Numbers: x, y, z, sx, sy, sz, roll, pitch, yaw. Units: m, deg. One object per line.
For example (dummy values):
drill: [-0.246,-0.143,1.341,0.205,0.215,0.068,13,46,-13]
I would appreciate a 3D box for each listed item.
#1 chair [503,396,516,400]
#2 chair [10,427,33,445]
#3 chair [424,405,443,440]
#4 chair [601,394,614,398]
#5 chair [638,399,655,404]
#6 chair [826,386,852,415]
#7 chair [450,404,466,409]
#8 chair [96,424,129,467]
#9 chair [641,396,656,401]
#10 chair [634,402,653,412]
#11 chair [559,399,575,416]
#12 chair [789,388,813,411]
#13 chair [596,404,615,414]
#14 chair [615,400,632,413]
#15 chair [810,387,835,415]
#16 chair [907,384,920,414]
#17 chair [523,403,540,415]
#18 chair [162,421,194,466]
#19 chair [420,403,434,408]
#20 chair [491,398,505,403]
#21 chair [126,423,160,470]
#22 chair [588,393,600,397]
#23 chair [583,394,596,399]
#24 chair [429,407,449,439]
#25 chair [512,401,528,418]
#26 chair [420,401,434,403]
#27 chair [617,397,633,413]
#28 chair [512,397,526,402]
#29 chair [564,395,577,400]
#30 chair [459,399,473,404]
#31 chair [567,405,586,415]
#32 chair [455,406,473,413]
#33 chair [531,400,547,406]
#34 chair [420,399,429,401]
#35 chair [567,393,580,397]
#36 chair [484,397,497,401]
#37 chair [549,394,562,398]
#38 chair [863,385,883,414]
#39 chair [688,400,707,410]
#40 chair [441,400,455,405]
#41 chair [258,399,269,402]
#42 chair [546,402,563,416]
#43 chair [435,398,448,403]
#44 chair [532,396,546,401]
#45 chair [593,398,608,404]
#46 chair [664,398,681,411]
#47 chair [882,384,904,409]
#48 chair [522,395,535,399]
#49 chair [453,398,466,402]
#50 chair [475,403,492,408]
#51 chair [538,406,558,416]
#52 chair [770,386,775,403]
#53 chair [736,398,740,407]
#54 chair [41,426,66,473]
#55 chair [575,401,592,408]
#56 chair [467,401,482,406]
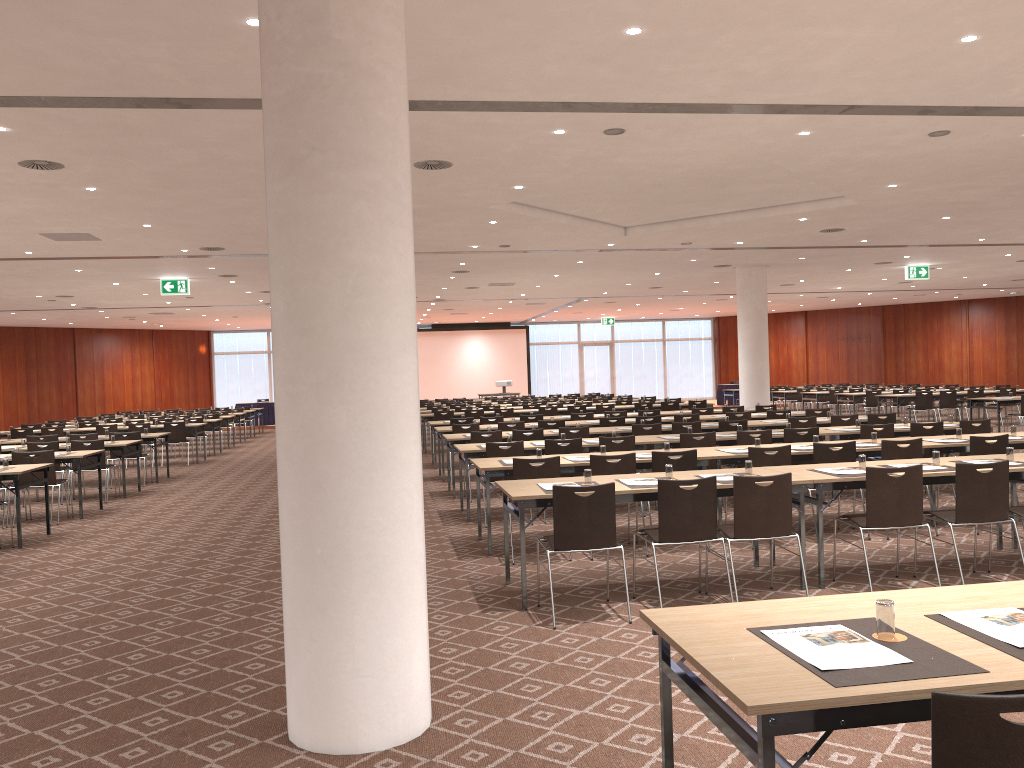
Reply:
chair: [-0.099,0.873,29.860,0.535,0.940,0.613,-2,1,-9]
chair: [-10.029,1.364,18.298,0.535,0.940,0.613,-2,1,-7]
chair: [-2.049,1.019,23.580,0.535,0.940,0.613,-2,1,-11]
chair: [3.025,0.782,28.341,0.535,0.940,0.613,-2,1,-9]
chair: [3.357,0.844,22.325,0.535,0.940,0.613,-2,1,-9]
chair: [10.082,0.546,27.376,0.535,0.940,0.613,-2,1,-11]
chair: [-1.432,0.996,23.630,0.535,0.940,0.613,-2,1,-6]
chair: [-8.425,1.304,18.598,0.535,0.940,0.613,-2,1,-6]
chair: [3.717,0.806,24.401,0.535,0.940,0.613,-2,1,-9]
chair: [2.963,0.884,20.244,0.535,0.940,0.613,-2,1,-10]
chair: [1.472,0.889,24.029,0.535,0.940,0.613,-2,1,-10]
chair: [8.899,0.589,27.259,0.535,0.940,0.613,-2,1,-10]
chair: [2.088,0.916,20.078,0.535,0.940,0.613,-2,1,-7]
chair: [2.762,0.867,22.201,0.535,0.940,0.613,-2,1,-10]
chair: [9.505,0.568,27.208,0.535,0.940,0.613,-2,1,-8]
chair: [12.435,0.460,27.647,0.535,0.940,0.613,-2,1,-7]
chair: [0.469,0.951,21.857,0.535,0.940,0.613,-2,1,-9]
chair: [-7.080,1.255,18.740,0.535,0.940,0.613,-2,1,-10]
chair: [-2.443,1.009,25.465,0.535,0.940,0.613,-2,1,-7]
chair: [-0.438,0.909,27.865,0.535,0.940,0.613,-2,1,-6]
chair: [-7.739,1.280,18.559,0.535,0.940,0.613,-2,1,-10]
chair: [2.786,0.766,30.292,0.535,0.940,0.613,-2,1,-6]
chair: [2.447,0.803,28.220,0.535,0.940,0.613,-2,1,-8]
chair: [-1.736,1.032,21.562,0.535,0.940,0.613,-2,1,-8]
chair: [0.208,0.936,23.875,0.535,0.940,0.613,-2,1,-7]
chair: [-2.648,0.991,27.534,0.535,0.940,0.613,-2,1,-11]
chair: [3.062,0.831,24.268,0.535,0.940,0.613,-2,1,-7]
chair: [0.208,0.886,27.919,0.535,0.940,0.613,-2,1,-6]
chair: [1.843,0.825,28.207,0.535,0.940,0.613,-2,1,-7]
chair: [-1.429,0.946,27.674,0.535,0.940,0.613,-2,1,-6]
chair: [1.440,0.939,20.058,0.535,0.940,0.613,-2,1,-9]
chair: [-1.171,1.012,21.612,0.535,0.940,0.613,-2,1,-6]
chair: [0.723,0.916,23.995,0.535,0.940,0.613,-2,1,-8]
chair: [-2.972,0.979,29.465,0.535,0.940,0.613,-2,1,-6]
chair: [2.082,0.791,30.265,0.535,0.940,0.613,-2,1,-10]
chair: [-0.712,0.895,29.804,0.535,0.940,0.613,-2,1,-8]
chair: [1.448,0.816,30.092,0.535,0.940,0.613,-2,1,-10]
chair: [11.149,0.505,27.596,0.535,0.940,0.613,-2,1,-7]
chair: [4.247,0.836,20.479,0.535,0.940,0.613,-2,1,-6]
chair: [-1.997,0.968,27.554,0.535,0.940,0.613,-2,1,-10]
chair: [-9.275,1.029,32.992,0.535,0.940,0.613,-2,1,-6]
chair: [1.033,0.930,21.977,0.535,0.940,0.613,-2,1,-10]
chair: [-2.341,0.955,29.602,0.535,0.940,0.613,-2,1,-7]
chair: [0.856,0.862,27.981,0.535,0.940,0.613,-2,1,-6]
chair: [2.394,0.854,24.245,0.535,0.940,0.613,-2,1,-7]
chair: [4.023,0.820,22.390,0.535,0.940,0.613,-2,1,-7]
chair: [11.807,0.482,27.635,0.535,0.940,0.613,-2,1,-10]
chair: [0.556,0.848,30.036,0.535,0.940,0.613,-2,1,-6]
chair: [-1.758,0.934,29.612,0.535,0.940,0.613,-2,1,-11]
chair: [-0.773,0.972,23.693,0.535,0.940,0.613,-2,1,-11]
chair: [0.794,0.964,19.919,0.535,0.940,0.613,-2,1,-8]
chair: [8.957,0.537,31.252,0.535,0.940,0.613,-2,1,-11]
chair: [8.210,0.566,31.058,0.535,0.940,0.613,-2,1,-6]
chair: [-9.409,1.342,18.309,0.535,0.940,0.613,-2,1,-7]
chair: [1.765,0.902,22.129,0.535,0.940,0.613,-2,1,-11]
chair: [-1.074,0.958,25.705,0.535,0.940,0.613,-2,1,-6]
